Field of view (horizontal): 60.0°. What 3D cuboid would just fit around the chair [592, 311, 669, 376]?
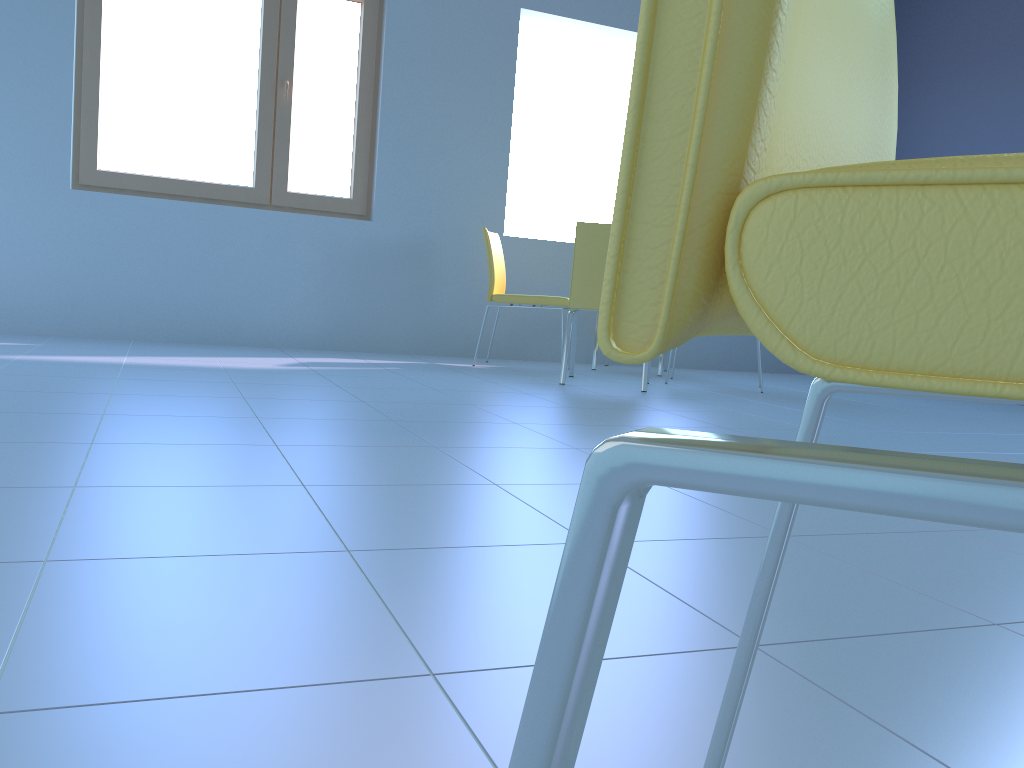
[{"bbox_3d":[0.709,-0.425,5.027,0.387,0.695,0.484,6,5,14],"label":"chair"}]

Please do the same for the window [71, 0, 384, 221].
[{"bbox_3d":[-1.413,-1.543,4.534,1.475,1.263,0.142,2,6,-22],"label":"window"}]

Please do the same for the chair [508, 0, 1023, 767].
[{"bbox_3d":[0.251,-0.018,0.271,0.484,0.695,0.387,7,6,26],"label":"chair"}]

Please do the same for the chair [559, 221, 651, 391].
[{"bbox_3d":[0.451,-0.348,3.979,0.387,0.695,0.484,5,5,9],"label":"chair"}]

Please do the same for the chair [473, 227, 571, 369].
[{"bbox_3d":[0.073,-0.435,4.599,0.484,0.695,0.387,5,5,9],"label":"chair"}]

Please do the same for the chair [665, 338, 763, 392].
[{"bbox_3d":[1.052,-0.340,4.408,0.484,0.699,0.387,6,5,14],"label":"chair"}]
